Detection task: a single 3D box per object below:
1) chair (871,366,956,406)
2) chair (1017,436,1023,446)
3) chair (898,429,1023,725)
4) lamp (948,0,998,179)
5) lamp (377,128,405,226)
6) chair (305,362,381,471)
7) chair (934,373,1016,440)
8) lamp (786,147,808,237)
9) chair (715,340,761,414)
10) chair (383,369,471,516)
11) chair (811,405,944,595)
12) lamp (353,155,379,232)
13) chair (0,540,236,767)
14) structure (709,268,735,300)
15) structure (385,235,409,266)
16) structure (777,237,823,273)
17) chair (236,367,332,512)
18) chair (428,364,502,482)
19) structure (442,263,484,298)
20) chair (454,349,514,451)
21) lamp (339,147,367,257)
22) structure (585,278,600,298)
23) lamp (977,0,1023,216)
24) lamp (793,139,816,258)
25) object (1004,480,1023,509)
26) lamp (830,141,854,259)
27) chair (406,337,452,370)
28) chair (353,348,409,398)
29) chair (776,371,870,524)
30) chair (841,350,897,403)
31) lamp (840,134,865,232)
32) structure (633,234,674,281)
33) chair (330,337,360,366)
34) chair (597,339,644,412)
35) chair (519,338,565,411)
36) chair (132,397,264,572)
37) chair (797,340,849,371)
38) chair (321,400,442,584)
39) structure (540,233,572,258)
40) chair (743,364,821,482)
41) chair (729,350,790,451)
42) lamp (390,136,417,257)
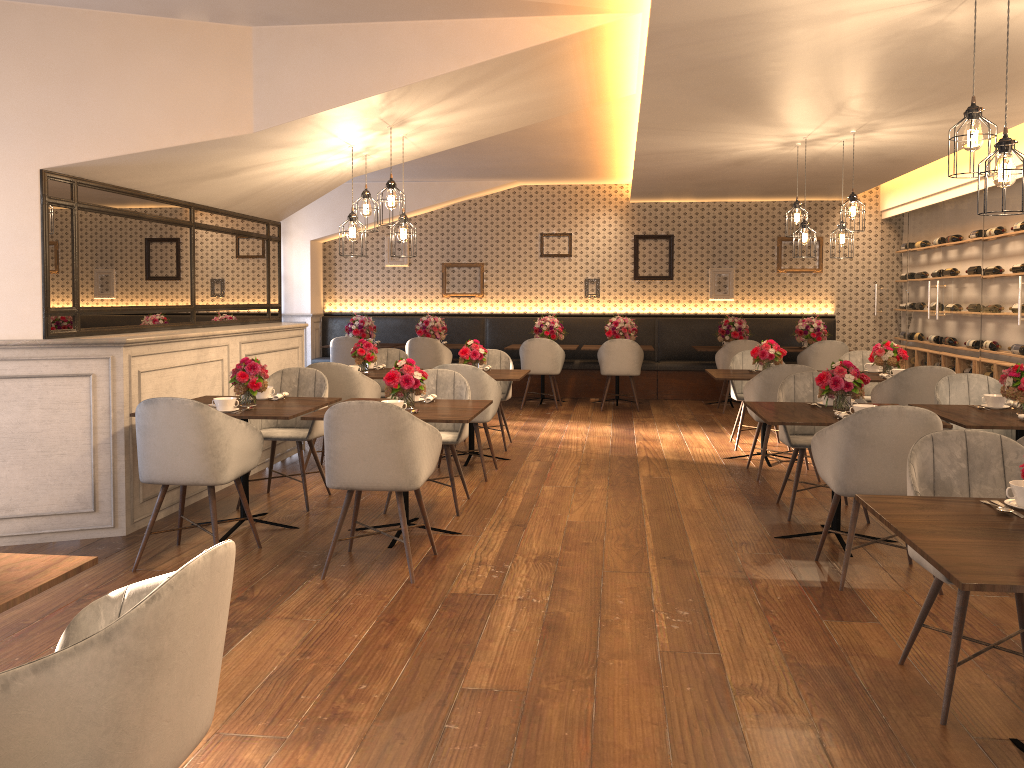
[{"bbox_3d":[3.015,0.279,6.595,0.565,0.870,0.528,1,3,7],"label":"chair"},{"bbox_3d":[2.716,0.518,4.138,0.565,0.870,0.528,1,3,7],"label":"chair"},{"bbox_3d":[1.628,0.626,3.011,0.565,0.870,0.528,1,3,7],"label":"chair"},{"bbox_3d":[1.976,-1.925,3.759,0.175,2.066,0.175,0,2,8],"label":"lamp"},{"bbox_3d":[-0.797,-2.083,5.818,0.175,2.066,0.175,0,2,8],"label":"lamp"},{"bbox_3d":[-1.332,0.248,6.820,0.565,0.870,0.528,1,3,7],"label":"chair"},{"bbox_3d":[2.892,0.390,5.453,0.565,0.870,0.528,1,3,7],"label":"chair"},{"bbox_3d":[2.433,-2.292,7.521,0.175,2.066,0.175,0,2,8],"label":"lamp"},{"bbox_3d":[2.714,-0.104,10.506,0.565,0.870,0.528,1,3,7],"label":"chair"},{"bbox_3d":[-0.531,0.357,5.720,0.565,0.870,0.528,1,3,7],"label":"chair"},{"bbox_3d":[1.764,0.505,4.253,0.565,0.870,0.528,1,3,7],"label":"chair"},{"bbox_3d":[-1.055,-2.138,6.384,0.175,2.066,0.175,0,2,8],"label":"lamp"},{"bbox_3d":[-0.833,0.746,1.729,0.526,0.870,0.566,0,3,7],"label":"chair"},{"bbox_3d":[2.855,-1.358,12.046,0.340,0.439,0.035,1,2,7],"label":"structure"},{"bbox_3d":[-1.635,-1.891,12.572,0.340,0.439,0.035,1,2,7],"label":"structure"},{"bbox_3d":[3.874,-1.738,11.906,0.601,0.484,0.032,1,2,7],"label":"structure"},{"bbox_3d":[-1.483,0.344,5.836,0.565,0.870,0.528,1,3,7],"label":"chair"},{"bbox_3d":[-0.379,0.261,6.704,0.565,0.870,0.528,1,3,7],"label":"chair"},{"bbox_3d":[-0.692,-1.462,12.473,0.601,0.484,0.032,1,2,7],"label":"structure"},{"bbox_3d":[-0.250,0.132,8.025,0.565,0.870,0.528,1,3,7],"label":"chair"},{"bbox_3d":[-1.095,-1.914,6.066,0.175,2.066,0.175,0,2,8],"label":"lamp"},{"bbox_3d":[1.113,-1.326,12.267,0.216,0.277,0.018,1,2,7],"label":"structure"},{"bbox_3d":[1.936,-1.700,3.441,0.175,2.066,0.175,0,2,8],"label":"lamp"},{"bbox_3d":[2.393,-2.067,7.203,0.175,2.066,0.175,0,2,8],"label":"lamp"},{"bbox_3d":[1.566,0.338,2.664,0.148,0.072,0.148,-4,7,-40],"label":"object"},{"bbox_3d":[2.731,-2.075,7.289,0.175,2.066,0.175,0,2,8],"label":"lamp"},{"bbox_3d":[-1.050,-0.156,10.962,0.565,0.870,0.528,1,3,7],"label":"chair"},{"bbox_3d":[-1.203,0.119,8.141,0.565,0.870,0.528,1,3,7],"label":"chair"},{"bbox_3d":[1.939,0.377,5.569,0.565,0.870,0.528,1,3,7],"label":"chair"},{"bbox_3d":[3.190,0.151,7.911,0.565,0.870,0.528,1,3,7],"label":"chair"},{"bbox_3d":[2.692,-2.236,6.956,0.175,2.066,0.175,0,2,8],"label":"lamp"},{"bbox_3d":[1.943,-1.733,12.149,0.544,0.631,0.035,1,2,7],"label":"structure"},{"bbox_3d":[-2.002,-0.169,11.078,0.565,0.870,0.528,1,3,7],"label":"chair"},{"bbox_3d":[1.308,-0.123,10.676,0.565,0.870,0.528,1,3,7],"label":"chair"},{"bbox_3d":[0.356,-0.137,10.792,0.565,0.870,0.528,1,3,7],"label":"chair"},{"bbox_3d":[-1.612,0.472,4.515,0.565,0.870,0.528,1,3,7],"label":"chair"},{"bbox_3d":[3.666,-0.091,10.390,0.565,0.870,0.528,1,3,7],"label":"chair"},{"bbox_3d":[-0.659,0.486,4.399,0.565,0.870,0.528,1,3,7],"label":"chair"},{"bbox_3d":[0.613,-1.928,12.306,0.449,0.344,0.016,1,2,7],"label":"structure"},{"bbox_3d":[2.063,0.265,6.711,0.565,0.870,0.528,1,3,7],"label":"chair"},{"bbox_3d":[2.238,0.137,8.026,0.565,0.870,0.528,1,3,7],"label":"chair"},{"bbox_3d":[-0.757,-1.921,6.152,0.175,2.066,0.175,0,2,8],"label":"lamp"}]
